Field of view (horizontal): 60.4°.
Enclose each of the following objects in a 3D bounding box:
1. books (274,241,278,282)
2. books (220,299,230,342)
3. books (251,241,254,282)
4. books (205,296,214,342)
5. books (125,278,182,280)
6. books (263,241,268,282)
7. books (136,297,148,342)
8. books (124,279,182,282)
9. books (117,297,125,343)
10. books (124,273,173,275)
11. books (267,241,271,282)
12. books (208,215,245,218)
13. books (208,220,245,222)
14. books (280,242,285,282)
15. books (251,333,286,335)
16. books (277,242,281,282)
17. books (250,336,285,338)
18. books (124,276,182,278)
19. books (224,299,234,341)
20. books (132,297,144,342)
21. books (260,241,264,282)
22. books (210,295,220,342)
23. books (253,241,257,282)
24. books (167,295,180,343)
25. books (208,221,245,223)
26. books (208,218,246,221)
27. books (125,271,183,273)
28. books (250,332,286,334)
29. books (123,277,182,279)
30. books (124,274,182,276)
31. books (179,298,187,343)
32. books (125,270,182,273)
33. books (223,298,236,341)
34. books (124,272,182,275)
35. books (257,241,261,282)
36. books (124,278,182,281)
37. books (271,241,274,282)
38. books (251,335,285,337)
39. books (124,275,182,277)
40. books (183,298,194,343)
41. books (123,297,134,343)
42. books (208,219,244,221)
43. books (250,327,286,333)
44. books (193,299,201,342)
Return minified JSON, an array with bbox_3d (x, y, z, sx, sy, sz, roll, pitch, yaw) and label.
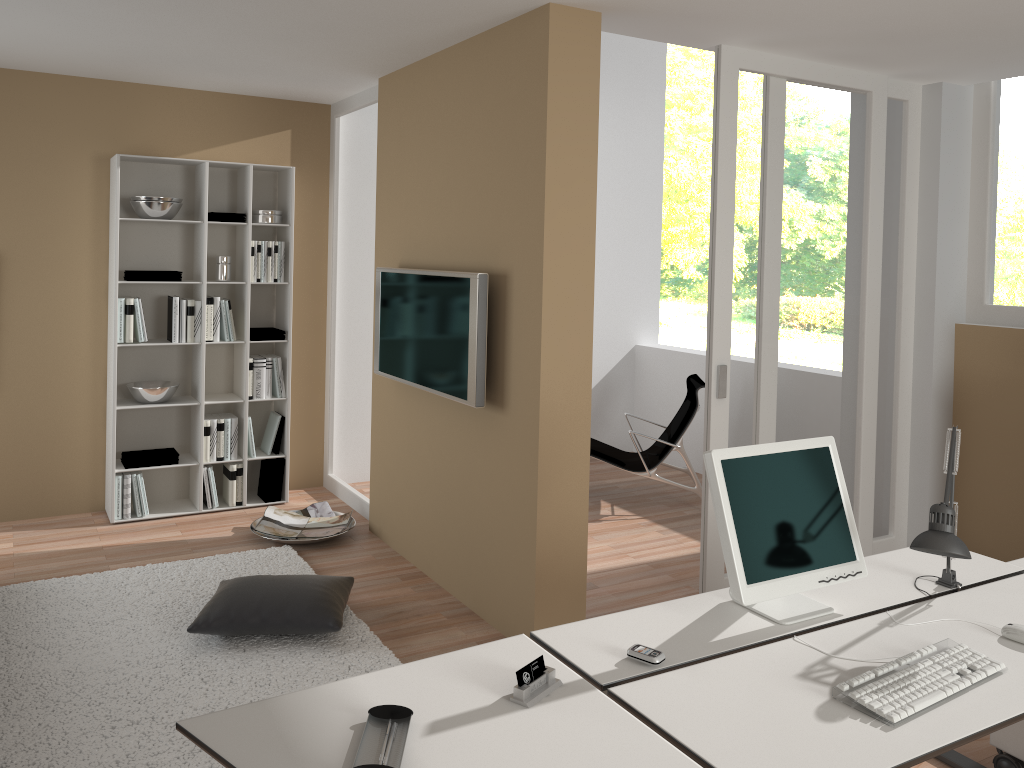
[{"bbox_3d":[-1.538,-0.784,5.642,0.020,0.257,0.209,1,4,-30],"label":"books"},{"bbox_3d":[-1.817,-0.404,5.512,0.060,0.259,0.209,1,4,-30],"label":"books"},{"bbox_3d":[-1.665,-0.776,5.564,0.020,0.257,0.209,1,4,-30],"label":"books"},{"bbox_3d":[-1.901,-0.406,5.466,0.053,0.271,0.209,1,4,-30],"label":"books"},{"bbox_3d":[-2.166,-0.635,5.306,0.297,0.006,0.212,-3,9,-30],"label":"books"},{"bbox_3d":[-1.595,-0.781,5.611,0.020,0.257,0.209,1,4,-30],"label":"books"},{"bbox_3d":[-2.224,-0.390,5.272,0.058,0.257,0.209,1,4,-30],"label":"books"},{"bbox_3d":[-2.166,-0.624,5.305,0.297,0.007,0.212,-3,9,-30],"label":"books"},{"bbox_3d":[-2.323,-0.382,5.205,0.040,0.257,0.209,1,4,-30],"label":"books"},{"bbox_3d":[-2.166,-0.663,5.309,0.297,0.008,0.212,-3,9,-30],"label":"books"},{"bbox_3d":[-1.573,-0.781,5.617,0.020,0.257,0.209,1,4,-30],"label":"books"},{"bbox_3d":[-1.823,-1.046,5.519,0.210,0.006,0.299,-4,10,-33],"label":"books"},{"bbox_3d":[-1.823,-1.018,5.521,0.210,0.006,0.299,-4,10,-35],"label":"books"},{"bbox_3d":[-1.502,-0.786,5.665,0.020,0.257,0.209,1,4,-30],"label":"books"},{"bbox_3d":[-1.603,-0.334,5.671,0.210,0.008,0.300,-3,9,-30],"label":"books"},{"bbox_3d":[-1.521,-0.785,5.654,0.020,0.257,0.209,1,4,-30],"label":"books"},{"bbox_3d":[-1.606,-0.317,5.669,0.210,0.006,0.300,-3,9,-30],"label":"books"},{"bbox_3d":[-2.164,-0.646,5.307,0.297,0.006,0.212,-3,9,-30],"label":"books"},{"bbox_3d":[-1.792,-0.402,5.521,0.058,0.257,0.209,1,4,-30],"label":"books"},{"bbox_3d":[-2.239,-0.387,5.251,0.060,0.259,0.209,1,4,-30],"label":"books"},{"bbox_3d":[-1.613,-0.780,5.600,0.020,0.257,0.209,1,4,-30],"label":"books"},{"bbox_3d":[-1.860,-0.410,5.490,0.040,0.275,0.209,1,4,-30],"label":"books"},{"bbox_3d":[-1.650,-0.778,5.580,0.020,0.257,0.209,1,4,-30],"label":"books"},{"bbox_3d":[-2.062,-0.397,5.360,0.040,0.274,0.209,1,4,-30],"label":"books"},{"bbox_3d":[-1.824,-1.013,5.521,0.210,0.007,0.299,-4,10,-35],"label":"books"},{"bbox_3d":[-1.824,-1.030,5.522,0.210,0.006,0.299,-5,10,-36],"label":"books"},{"bbox_3d":[-2.161,-0.674,5.306,0.297,0.007,0.212,-3,9,-30],"label":"books"},{"bbox_3d":[-1.603,-0.339,5.671,0.210,0.008,0.300,-3,9,-30],"label":"books"},{"bbox_3d":[-2.167,-0.641,5.305,0.297,0.006,0.212,-4,10,-32],"label":"books"},{"bbox_3d":[-2.164,-0.657,5.304,0.297,0.006,0.212,-3,9,-29],"label":"books"},{"bbox_3d":[-2.026,-0.391,5.381,0.040,0.257,0.209,1,4,-30],"label":"books"},{"bbox_3d":[-2.161,-0.679,5.308,0.297,0.006,0.212,-3,9,-30],"label":"books"},{"bbox_3d":[-1.785,-0.407,5.544,0.058,0.257,0.209,1,4,-30],"label":"books"},{"bbox_3d":[-2.166,-0.668,5.309,0.297,0.008,0.212,-3,9,-30],"label":"books"},{"bbox_3d":[-1.631,-0.779,5.589,0.020,0.257,0.209,1,4,-30],"label":"books"},{"bbox_3d":[-2.166,-0.629,5.306,0.297,0.006,0.212,-3,9,-30],"label":"books"},{"bbox_3d":[-1.558,-0.783,5.634,0.020,0.257,0.209,1,4,-30],"label":"books"},{"bbox_3d":[-1.606,-0.322,5.669,0.210,0.006,0.300,-3,9,-30],"label":"books"},{"bbox_3d":[-2.164,-0.651,5.307,0.297,0.006,0.212,-3,9,-30],"label":"books"},{"bbox_3d":[-1.987,-0.392,5.398,0.040,0.257,0.209,1,4,-30],"label":"books"},{"bbox_3d":[-2.280,-0.384,5.224,0.040,0.257,0.209,1,4,-30],"label":"books"},{"bbox_3d":[-1.823,-1.024,5.520,0.210,0.006,0.299,-4,10,-35],"label":"books"},{"bbox_3d":[-1.604,-0.349,5.666,0.210,0.006,0.300,-3,9,-30],"label":"books"},{"bbox_3d":[-1.954,-0.392,5.425,0.040,0.251,0.209,1,4,-30],"label":"books"}]
